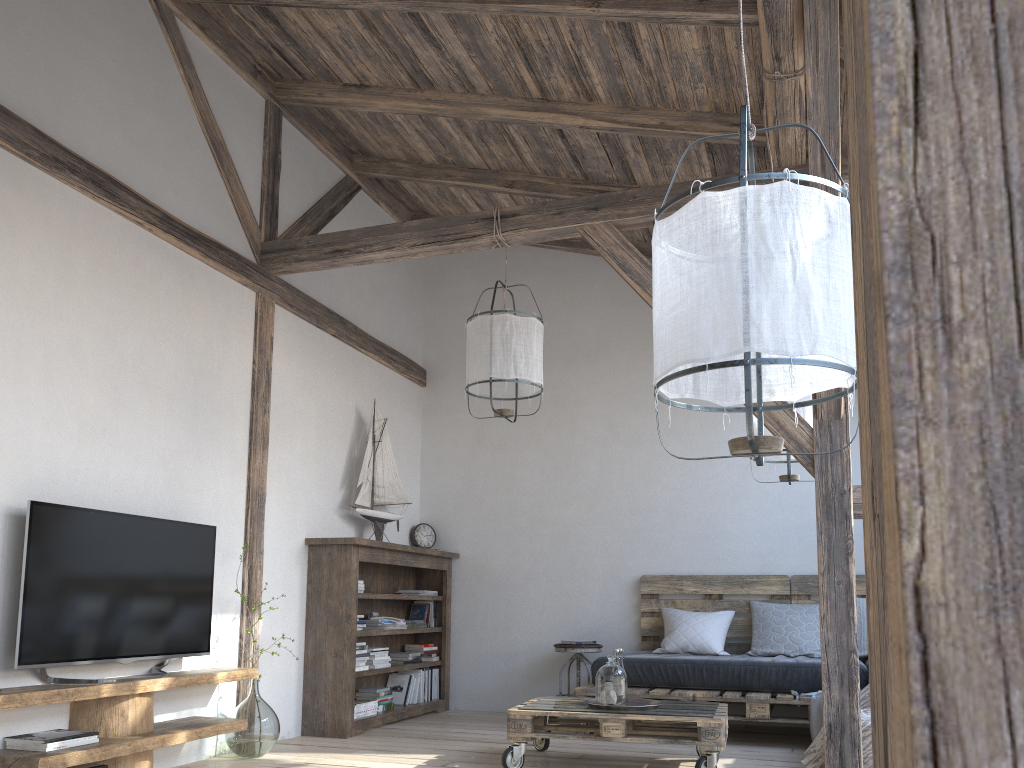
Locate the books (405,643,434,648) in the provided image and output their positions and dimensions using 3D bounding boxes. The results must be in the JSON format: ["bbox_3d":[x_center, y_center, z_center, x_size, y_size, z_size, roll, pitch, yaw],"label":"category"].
[{"bbox_3d":[-0.684,1.934,6.508,0.143,0.019,0.206,-4,-15,18],"label":"books"}]

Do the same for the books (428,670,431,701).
[{"bbox_3d":[-0.669,2.191,6.403,0.157,0.216,0.017,-3,-8,19],"label":"books"}]

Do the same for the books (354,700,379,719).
[{"bbox_3d":[-1.000,2.016,5.465,0.238,0.086,0.323,-4,-14,18],"label":"books"}]

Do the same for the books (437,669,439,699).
[{"bbox_3d":[-0.620,2.229,6.549,0.157,0.216,0.036,-3,-8,19],"label":"books"}]

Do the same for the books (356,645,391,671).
[{"bbox_3d":[-0.980,1.735,5.599,0.206,0.148,0.560,-3,-14,18],"label":"books"}]

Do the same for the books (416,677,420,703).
[{"bbox_3d":[-0.727,2.167,6.237,0.140,0.180,0.066,-3,-9,19],"label":"books"}]

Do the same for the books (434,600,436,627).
[{"bbox_3d":[-0.634,1.732,6.639,0.136,0.197,0.021,-3,-8,19],"label":"books"}]

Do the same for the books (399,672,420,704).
[{"bbox_3d":[-0.742,2.144,6.208,0.157,0.208,0.092,-3,-9,19],"label":"books"}]

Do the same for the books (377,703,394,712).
[{"bbox_3d":[-0.903,2.122,5.784,0.173,0.038,0.228,-4,-15,18],"label":"books"}]

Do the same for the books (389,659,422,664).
[{"bbox_3d":[-0.762,1.963,6.230,0.152,0.023,0.232,-7,-16,27],"label":"books"}]

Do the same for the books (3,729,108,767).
[{"bbox_3d":[-1.748,1.470,3.333,0.291,0.259,0.367,-3,-13,18],"label":"books"}]

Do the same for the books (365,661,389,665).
[{"bbox_3d":[-0.921,1.814,5.726,0.157,0.017,0.224,-4,-15,18],"label":"books"}]

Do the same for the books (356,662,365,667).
[{"bbox_3d":[-1.028,1.734,5.437,0.158,0.021,0.223,-4,-15,18],"label":"books"}]

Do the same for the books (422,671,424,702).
[{"bbox_3d":[-0.705,2.165,6.299,0.157,0.216,0.017,-3,-8,19],"label":"books"}]

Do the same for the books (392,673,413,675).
[{"bbox_3d":[-0.789,2.138,6.175,0.157,0.202,0.109,-3,-10,19],"label":"books"}]

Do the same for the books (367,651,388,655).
[{"bbox_3d":[-0.935,1.758,5.759,0.157,0.017,0.224,-6,-15,23],"label":"books"}]

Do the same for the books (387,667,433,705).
[{"bbox_3d":[-0.738,2.149,6.290,0.202,0.243,0.419,-3,-13,19],"label":"books"}]

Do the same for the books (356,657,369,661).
[{"bbox_3d":[-1.010,1.695,5.431,0.157,0.017,0.224,-6,-15,23],"label":"books"}]

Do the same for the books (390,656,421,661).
[{"bbox_3d":[-0.761,1.942,6.240,0.160,0.022,0.216,-4,-15,18],"label":"books"}]

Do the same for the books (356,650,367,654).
[{"bbox_3d":[-1.013,1.658,5.447,0.157,0.021,0.223,-3,-15,13],"label":"books"}]

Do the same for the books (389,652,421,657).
[{"bbox_3d":[-0.759,1.921,6.245,0.152,0.023,0.233,-3,-15,14],"label":"books"}]

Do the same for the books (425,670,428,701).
[{"bbox_3d":[-0.688,2.182,6.367,0.158,0.215,0.022,-3,-8,19],"label":"books"}]

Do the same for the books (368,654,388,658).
[{"bbox_3d":[-0.912,1.771,5.740,0.140,0.018,0.188,-4,-15,18],"label":"books"}]

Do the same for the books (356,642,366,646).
[{"bbox_3d":[-1.010,1.610,5.445,0.140,0.018,0.188,-4,-15,18],"label":"books"}]

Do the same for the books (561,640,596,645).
[{"bbox_3d":[0.465,1.802,6.137,0.207,0.021,0.151,13,-19,-41],"label":"books"}]

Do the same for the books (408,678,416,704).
[{"bbox_3d":[-0.754,2.153,6.174,0.140,0.172,0.096,-3,-10,19],"label":"books"}]

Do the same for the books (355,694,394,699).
[{"bbox_3d":[-0.911,2.060,5.807,0.174,0.013,0.234,-5,-15,21],"label":"books"}]

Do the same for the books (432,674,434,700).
[{"bbox_3d":[-0.644,2.228,6.480,0.140,0.182,0.019,-3,-8,19],"label":"books"}]

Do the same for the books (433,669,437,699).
[{"bbox_3d":[-0.630,2.222,6.523,0.158,0.215,0.022,-3,-8,19],"label":"books"}]

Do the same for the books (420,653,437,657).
[{"bbox_3d":[-0.670,1.994,6.474,0.204,0.021,0.153,-1,-14,8],"label":"books"}]

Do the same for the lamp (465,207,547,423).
[{"bbox_3d":[-0.038,-0.354,4.587,0.402,1.063,0.413,5,-10,-30],"label":"lamp"}]

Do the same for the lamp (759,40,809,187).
[{"bbox_3d":[0.981,-0.701,3.327,0.407,1.280,0.407,1,-8,-5],"label":"lamp"}]

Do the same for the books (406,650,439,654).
[{"bbox_3d":[-0.662,1.973,6.486,0.162,0.026,0.206,-6,-16,26],"label":"books"}]

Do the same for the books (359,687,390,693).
[{"bbox_3d":[-0.907,2.020,5.817,0.133,0.020,0.203,-4,-15,17],"label":"books"}]

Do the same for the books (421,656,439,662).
[{"bbox_3d":[-0.663,2.021,6.475,0.219,0.030,0.165,-2,-14,12],"label":"books"}]

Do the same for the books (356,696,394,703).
[{"bbox_3d":[-0.901,2.073,5.792,0.158,0.021,0.229,-4,-15,19],"label":"books"}]

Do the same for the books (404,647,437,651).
[{"bbox_3d":[-0.670,1.949,6.483,0.158,0.021,0.223,-5,-15,22],"label":"books"}]

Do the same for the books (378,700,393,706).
[{"bbox_3d":[-0.901,2.093,5.789,0.158,0.021,0.229,-3,-15,14],"label":"books"}]

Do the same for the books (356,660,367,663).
[{"bbox_3d":[-1.022,1.716,5.444,0.157,0.017,0.224,-4,-15,18],"label":"books"}]

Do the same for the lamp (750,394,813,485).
[{"bbox_3d":[1.503,-0.208,4.845,0.409,1.489,0.405,5,-9,-30],"label":"lamp"}]

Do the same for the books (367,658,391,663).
[{"bbox_3d":[-0.914,1.802,5.744,0.157,0.017,0.224,-6,-15,23],"label":"books"}]

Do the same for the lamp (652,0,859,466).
[{"bbox_3d":[0.497,-0.774,1.886,0.409,1.860,0.405,5,-9,-30],"label":"lamp"}]

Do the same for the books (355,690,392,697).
[{"bbox_3d":[-0.912,2.041,5.809,0.174,0.024,0.226,-3,-15,13],"label":"books"}]
